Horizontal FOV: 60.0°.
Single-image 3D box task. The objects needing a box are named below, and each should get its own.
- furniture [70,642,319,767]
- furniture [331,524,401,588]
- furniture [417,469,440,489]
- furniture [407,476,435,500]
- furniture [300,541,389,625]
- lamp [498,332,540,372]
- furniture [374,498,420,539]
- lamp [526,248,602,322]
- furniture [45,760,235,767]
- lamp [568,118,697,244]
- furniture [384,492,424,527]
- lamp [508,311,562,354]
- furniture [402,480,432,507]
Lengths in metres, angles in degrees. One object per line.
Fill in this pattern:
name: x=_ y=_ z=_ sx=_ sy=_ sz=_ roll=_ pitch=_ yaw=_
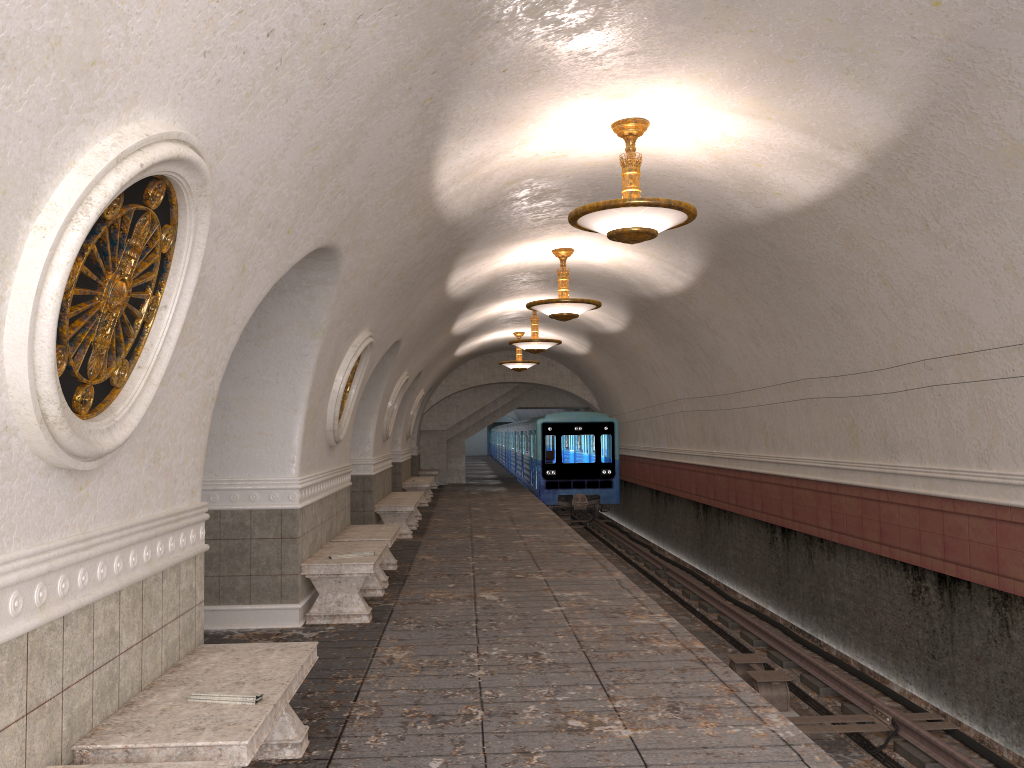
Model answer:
furniture: x=-1.270 y=1.554 z=3.839 sx=0.613 sy=0.508 sz=1.509 roll=-1 pitch=-3 yaw=-3
furniture: x=-1.590 y=1.891 z=9.830 sx=0.613 sy=0.508 sz=1.509 roll=-1 pitch=-3 yaw=-3
furniture: x=-2.472 y=2.820 z=26.385 sx=0.613 sy=0.508 sz=1.509 roll=-1 pitch=-3 yaw=-3
furniture: x=-2.226 y=2.561 z=21.777 sx=0.613 sy=0.508 sz=1.509 roll=-1 pitch=-3 yaw=-3
furniture: x=-1.500 y=1.796 z=8.153 sx=0.613 sy=0.508 sz=1.509 roll=-1 pitch=-3 yaw=-3
lamp: x=0.172 y=-0.765 z=21.446 sx=1.008 sy=0.955 sz=1.008 roll=-4 pitch=-4 yaw=43
furniture: x=-1.820 y=2.133 z=14.156 sx=0.613 sy=0.508 sz=1.509 roll=-1 pitch=-3 yaw=-3
lamp: x=0.685 y=-1.305 z=11.817 sx=1.008 sy=0.955 sz=1.008 roll=-1 pitch=-3 yaw=13
furniture: x=-1.181 y=1.460 z=2.162 sx=0.613 sy=0.508 sz=1.509 roll=-1 pitch=-3 yaw=-3
lamp: x=0.942 y=-1.575 z=7.001 sx=1.008 sy=0.955 sz=1.008 roll=0 pitch=-3 yaw=-19
furniture: x=-1.910 y=2.227 z=15.833 sx=0.613 sy=0.508 sz=1.509 roll=-1 pitch=-3 yaw=-3
lamp: x=0.429 y=-1.035 z=16.630 sx=1.008 sy=0.955 sz=1.008 roll=-1 pitch=-3 yaw=13
furniture: x=-2.137 y=2.467 z=20.101 sx=0.613 sy=0.508 sz=1.509 roll=-1 pitch=-3 yaw=-3
